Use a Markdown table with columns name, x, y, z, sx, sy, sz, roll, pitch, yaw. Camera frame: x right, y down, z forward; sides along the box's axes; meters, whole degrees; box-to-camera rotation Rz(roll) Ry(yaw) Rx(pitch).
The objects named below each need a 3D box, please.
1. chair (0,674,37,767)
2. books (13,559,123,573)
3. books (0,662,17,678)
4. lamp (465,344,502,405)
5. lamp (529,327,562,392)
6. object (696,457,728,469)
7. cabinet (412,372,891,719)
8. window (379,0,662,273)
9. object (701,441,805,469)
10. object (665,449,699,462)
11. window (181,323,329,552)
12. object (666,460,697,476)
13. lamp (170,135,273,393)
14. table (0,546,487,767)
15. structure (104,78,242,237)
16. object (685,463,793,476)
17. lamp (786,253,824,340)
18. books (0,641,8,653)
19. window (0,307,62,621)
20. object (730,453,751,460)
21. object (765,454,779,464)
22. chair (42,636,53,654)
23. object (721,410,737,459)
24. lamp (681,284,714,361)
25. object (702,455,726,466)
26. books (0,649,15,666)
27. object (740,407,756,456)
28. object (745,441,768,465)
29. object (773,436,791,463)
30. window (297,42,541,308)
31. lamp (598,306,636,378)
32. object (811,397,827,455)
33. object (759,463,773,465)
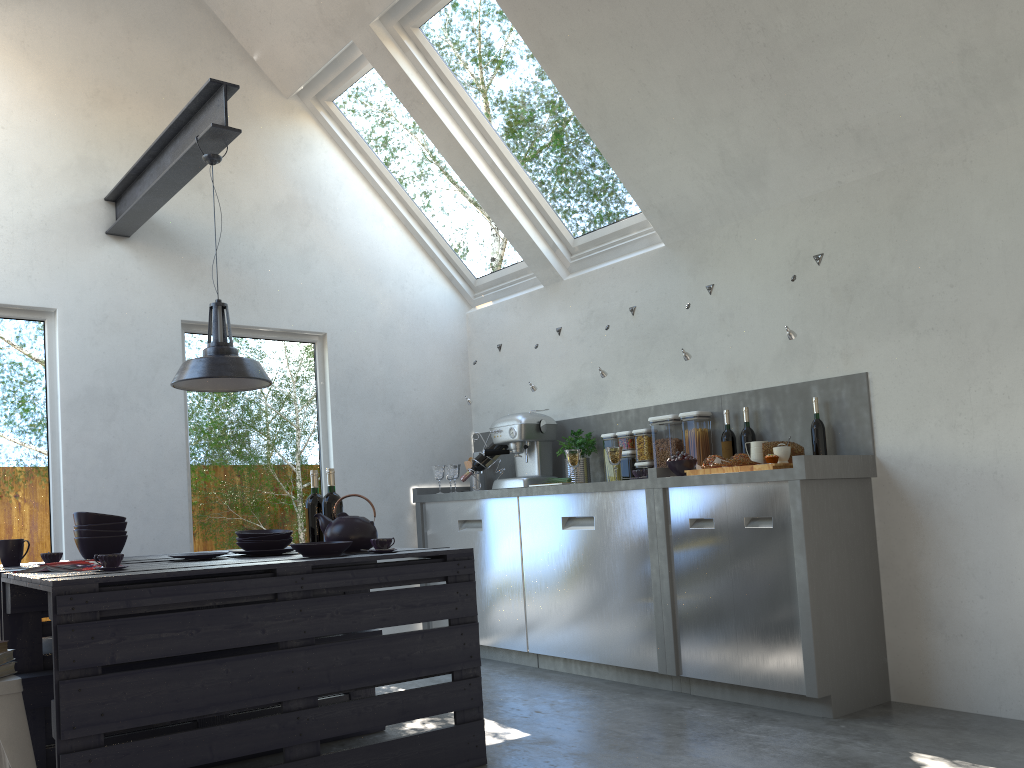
| name | x | y | z | sx | sy | sz | roll | pitch | yaw |
| --- | --- | --- | --- | --- | --- | --- | --- | --- | --- |
| chair | -1.673 | 1.142 | 2.612 | 0.411 | 0.501 | 0.449 | 2 | -7 | -43 |
| books | -1.555 | 0.639 | 3.079 | 0.318 | 0.030 | 0.215 | -6 | -8 | 20 |
| books | -1.683 | 0.874 | 2.644 | 0.291 | 0.035 | 0.195 | -4 | -8 | 9 |
| lamp | -0.196 | -0.069 | 5.963 | 0.313 | 0.434 | 0.064 | 1 | -5 | -37 |
| lamp | 0.213 | -0.159 | 5.464 | 0.063 | 0.433 | 0.319 | -6 | -6 | 41 |
| object | 1.022 | 0.382 | 4.224 | 0.195 | 0.059 | 0.204 | 0 | -8 | -18 |
| cabinet | 0.502 | 0.874 | 4.936 | 0.536 | 1.468 | 3.041 | 0 | -7 | -39 |
| window | 0.104 | -1.461 | 4.930 | 1.394 | 1.381 | 0.886 | 2 | -7 | -37 |
| object | 1.106 | 0.328 | 4.049 | 0.476 | 0.111 | 0.121 | -6 | -7 | 24 |
| object | 0.824 | 0.363 | 4.255 | 0.170 | 0.094 | 0.133 | -8 | -8 | 37 |
| window | -1.565 | 0.718 | 5.421 | 0.929 | 2.116 | 0.063 | 0 | -5 | -37 |
| object | 0.827 | 0.413 | 4.252 | 0.150 | 0.078 | 0.144 | -4 | -7 | 10 |
| lamp | -1.278 | -0.536 | 3.786 | 0.405 | 1.090 | 0.459 | 0 | -5 | -38 |
| table | -1.210 | 1.090 | 3.481 | 1.420 | 0.792 | 1.708 | 3 | -9 | -38 |
| structure | -2.041 | -0.990 | 4.722 | 0.128 | 0.207 | 2.691 | 1 | -8 | -39 |
| object | 1.092 | 0.397 | 4.049 | 0.290 | 0.028 | 0.501 | 4 | -10 | -38 |
| lamp | 1.347 | -0.409 | 4.053 | 0.313 | 0.434 | 0.064 | 1 | -5 | -37 |
| books | -1.692 | 0.808 | 2.652 | 0.263 | 0.032 | 0.170 | -5 | -8 | 14 |
| window | -2.829 | 0.642 | 4.474 | 0.929 | 2.116 | 0.063 | 0 | -5 | -37 |
| object | 1.103 | 0.371 | 4.210 | 0.120 | 0.076 | 0.118 | -3 | -7 | 5 |
| object | 1.150 | 0.332 | 3.868 | 0.063 | 0.046 | 0.056 | -8 | -8 | 36 |
| chair | -2.113 | 1.114 | 3.437 | 0.763 | 0.814 | 0.709 | -2 | -5 | -8 |
| object | 1.114 | 0.304 | 4.491 | 0.068 | 0.343 | 0.078 | 1 | -5 | -45 |
| lamp | 0.967 | -0.325 | 4.530 | 0.063 | 0.433 | 0.319 | -6 | -6 | 41 |
| object | 0.987 | 0.382 | 4.253 | 0.120 | 0.076 | 0.118 | -3 | -7 | 5 |
| books | -1.685 | 0.840 | 2.646 | 0.282 | 0.033 | 0.201 | -2 | -8 | -6 |
| object | 1.189 | 0.288 | 4.399 | 0.068 | 0.343 | 0.077 | 0 | -5 | -35 |
| object | 1.163 | 0.331 | 4.123 | 0.087 | 0.119 | 0.084 | -1 | -5 | -16 |
| object | 1.201 | 0.296 | 3.892 | 0.074 | 0.120 | 0.072 | -4 | -5 | 7 |
| window | -0.545 | -1.309 | 5.745 | 1.401 | 1.388 | 0.886 | 2 | -7 | -37 |
| lamp | 0.593 | -0.242 | 4.987 | 0.313 | 0.434 | 0.064 | 1 | -5 | -37 |
| object | 1.434 | 0.234 | 4.095 | 0.058 | 0.343 | 0.066 | -1 | -4 | -35 |
| object | 1.098 | 0.358 | 3.882 | 0.020 | 0.003 | 0.201 | 0 | -8 | -17 |
